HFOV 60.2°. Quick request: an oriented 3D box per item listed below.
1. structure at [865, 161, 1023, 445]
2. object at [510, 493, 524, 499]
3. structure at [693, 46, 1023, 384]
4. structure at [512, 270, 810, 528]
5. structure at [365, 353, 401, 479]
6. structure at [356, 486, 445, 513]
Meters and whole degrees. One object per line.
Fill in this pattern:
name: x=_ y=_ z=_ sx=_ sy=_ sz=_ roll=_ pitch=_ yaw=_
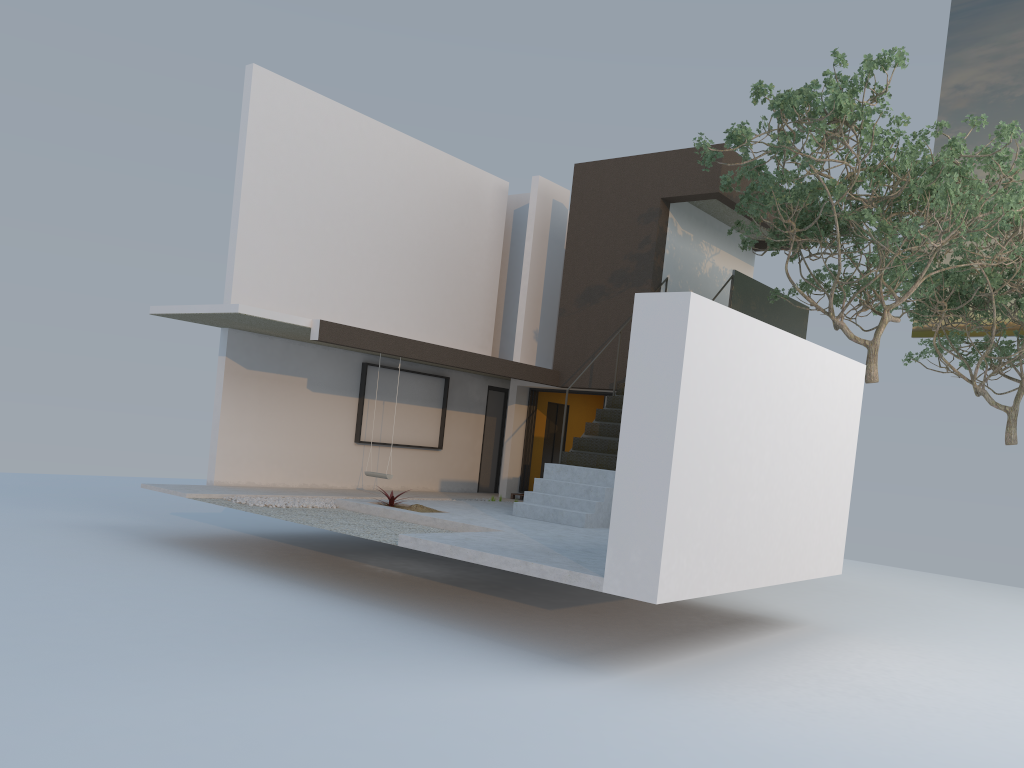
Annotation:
structure: x=9.372 y=-1.217 z=16.402 sx=5.492 sy=4.713 sz=7.321 roll=6 pitch=-2 yaw=19
object: x=0.357 y=2.048 z=15.789 sx=0.700 sy=0.101 sz=0.351 roll=3 pitch=-4 yaw=39
structure: x=4.797 y=-1.868 z=11.630 sx=4.321 sy=3.709 sz=5.761 roll=6 pitch=-2 yaw=19
structure: x=2.698 y=0.179 z=13.866 sx=1.152 sy=3.955 sz=6.578 roll=7 pitch=-1 yaw=39
structure: x=-1.810 y=0.407 z=12.571 sx=0.459 sy=1.872 sz=0.129 roll=7 pitch=2 yaw=39
structure: x=-1.387 y=1.517 z=11.372 sx=1.198 sy=0.292 sz=0.750 roll=3 pitch=-4 yaw=39
